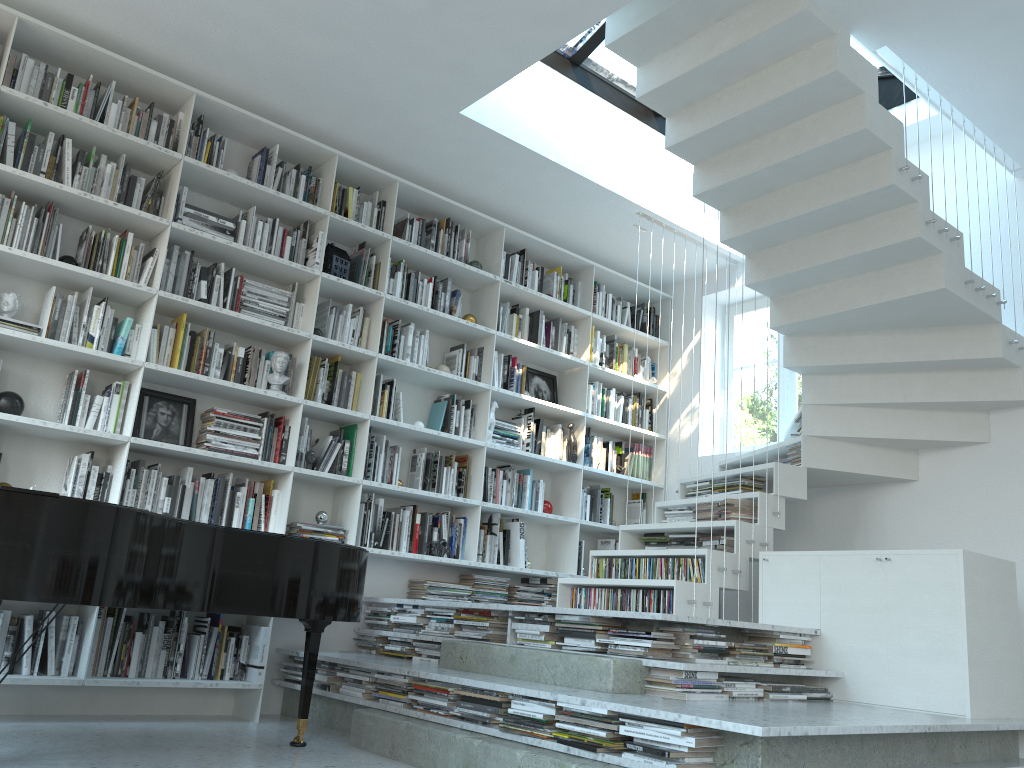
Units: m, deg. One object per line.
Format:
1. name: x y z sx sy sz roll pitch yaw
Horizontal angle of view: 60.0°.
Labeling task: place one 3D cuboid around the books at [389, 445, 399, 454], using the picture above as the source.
1. books: -0.733 0.501 5.287 0.014 0.260 0.142 16 -18 -37

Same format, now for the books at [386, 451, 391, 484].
1. books: -0.770 0.512 5.264 0.008 0.222 0.134 16 -18 -37

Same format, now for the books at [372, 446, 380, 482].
1. books: -0.837 0.481 5.177 0.011 0.225 0.188 16 -18 -37

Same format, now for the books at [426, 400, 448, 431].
1. books: -0.478 0.227 5.561 0.056 0.240 0.153 16 -18 -37

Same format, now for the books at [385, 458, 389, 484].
1. books: -0.779 0.530 5.251 0.013 0.178 0.140 16 -18 -37

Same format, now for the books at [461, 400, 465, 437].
1. books: -0.358 0.243 5.656 0.032 0.274 0.154 16 -18 -37

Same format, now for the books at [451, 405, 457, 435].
1. books: -0.418 0.249 5.590 0.013 0.218 0.187 16 -18 -37

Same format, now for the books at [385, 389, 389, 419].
1. books: -0.788 0.144 5.296 0.007 0.211 0.158 16 -18 -37

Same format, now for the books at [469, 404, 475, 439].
1. books: -0.302 0.265 5.676 0.011 0.252 0.169 16 -18 -37

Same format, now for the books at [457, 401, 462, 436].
1. books: -0.379 0.242 5.628 0.015 0.258 0.152 16 -18 -37

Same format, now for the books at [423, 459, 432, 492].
1. books: -0.551 0.572 5.412 0.016 0.215 0.178 16 -18 -37

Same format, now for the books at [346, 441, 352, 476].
1. books: -0.980 0.444 5.081 0.021 0.226 0.148 16 -18 -37

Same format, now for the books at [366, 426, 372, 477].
1. books: -0.879 0.423 5.195 0.007 0.341 0.149 16 -18 -37

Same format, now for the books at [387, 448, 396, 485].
1. books: -0.755 0.505 5.265 0.015 0.237 0.176 16 -18 -37

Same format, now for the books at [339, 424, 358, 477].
1. books: -0.961 0.400 5.102 0.014 0.324 0.183 16 -18 -37

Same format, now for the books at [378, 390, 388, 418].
1. books: -0.803 0.143 5.259 0.017 0.191 0.191 16 -19 -37

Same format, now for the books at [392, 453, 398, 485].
1. books: -0.743 0.523 5.268 0.014 0.207 0.180 16 -18 -37

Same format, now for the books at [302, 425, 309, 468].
1. books: -1.189 0.367 4.937 0.012 0.265 0.157 16 -18 -37

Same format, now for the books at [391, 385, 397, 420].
1. books: -0.751 0.140 5.350 0.007 0.253 0.161 16 -18 -37

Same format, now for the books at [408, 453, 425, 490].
1. books: -0.585 0.550 5.408 0.019 0.251 0.130 16 -18 -37

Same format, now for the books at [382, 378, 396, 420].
1. books: -0.761 0.118 5.335 0.013 0.286 0.159 16 -18 -37

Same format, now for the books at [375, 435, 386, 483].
1. books: -0.809 0.457 5.213 0.014 0.296 0.175 16 -18 -37

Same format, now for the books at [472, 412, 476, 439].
1. books: -0.300 0.290 5.693 0.023 0.211 0.164 16 -18 -37

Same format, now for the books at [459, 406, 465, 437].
1. books: -0.365 0.261 5.626 0.012 0.224 0.178 16 -18 -37

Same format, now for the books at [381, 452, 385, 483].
1. books: -0.808 0.509 5.227 0.013 0.202 0.167 16 -18 -37

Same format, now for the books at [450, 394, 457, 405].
1. books: -0.415 0.218 5.619 0.013 0.294 0.154 16 -18 -37

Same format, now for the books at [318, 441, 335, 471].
1. books: -1.085 0.425 5.006 0.090 0.211 0.143 16 -18 -37

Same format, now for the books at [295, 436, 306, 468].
1. books: -1.201 0.392 4.889 0.027 0.191 0.182 16 -19 -37

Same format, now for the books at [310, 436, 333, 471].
1. books: -1.105 0.404 4.966 0.096 0.227 0.190 16 -19 -37

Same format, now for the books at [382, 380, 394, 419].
1. books: -0.770 0.122 5.319 0.006 0.269 0.178 16 -18 -37

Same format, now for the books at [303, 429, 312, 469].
1. books: -1.172 0.381 4.949 0.035 0.247 0.141 16 -18 -37

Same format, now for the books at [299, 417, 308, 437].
1. books: -1.191 0.343 4.927 0.013 0.306 0.141 16 -18 -37

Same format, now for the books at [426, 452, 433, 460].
1. books: -0.547 0.556 5.438 0.015 0.261 0.150 16 -18 -37

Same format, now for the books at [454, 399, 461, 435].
1. books: -0.391 0.237 5.618 0.018 0.262 0.165 16 -18 -37

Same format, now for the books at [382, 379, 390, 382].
1. books: -0.778 0.120 5.375 0.011 0.299 0.089 16 -18 -37

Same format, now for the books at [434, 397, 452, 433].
1. books: -0.444 0.222 5.582 0.021 0.263 0.174 16 -18 -37

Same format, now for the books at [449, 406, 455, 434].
1. books: -0.425 0.252 5.583 0.006 0.209 0.188 16 -18 -37

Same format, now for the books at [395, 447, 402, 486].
1. books: -0.723 0.509 5.294 0.013 0.250 0.173 16 -18 -37

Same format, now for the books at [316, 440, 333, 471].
1. books: -1.095 0.417 4.978 0.089 0.209 0.176 16 -19 -37

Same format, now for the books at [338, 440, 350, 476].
1. books: -0.992 0.438 5.057 0.029 0.222 0.171 16 -18 -37

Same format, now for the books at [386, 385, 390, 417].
1. books: -0.786 0.134 5.316 0.017 0.242 0.132 16 -18 -37

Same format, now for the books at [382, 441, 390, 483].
1. books: -0.789 0.479 5.233 0.012 0.266 0.183 16 -18 -37

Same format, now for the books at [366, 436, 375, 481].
1. books: -0.856 0.450 5.177 0.005 0.283 0.159 16 -18 -37

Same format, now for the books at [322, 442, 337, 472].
1. books: -1.075 0.429 5.024 0.090 0.214 0.139 16 -18 -37

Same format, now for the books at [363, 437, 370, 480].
1. books: -0.885 0.445 5.163 0.006 0.280 0.155 16 -18 -37

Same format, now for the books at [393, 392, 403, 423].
1. books: -0.712 0.165 5.342 0.051 0.209 0.177 16 -18 -37

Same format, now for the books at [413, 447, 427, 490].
1. books: -0.578 0.537 5.433 0.016 0.289 0.131 16 -18 -37

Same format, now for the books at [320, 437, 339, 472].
1. books: -1.071 0.414 5.018 0.094 0.238 0.150 16 -18 -37

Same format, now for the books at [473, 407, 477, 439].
1. books: -0.280 0.277 5.700 0.010 0.245 0.158 16 -18 -37

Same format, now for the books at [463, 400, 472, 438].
1. books: -0.327 0.246 5.653 0.012 0.273 0.184 16 -18 -37

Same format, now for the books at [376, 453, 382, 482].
1. books: -0.824 0.507 5.193 0.013 0.186 0.184 16 -19 -37

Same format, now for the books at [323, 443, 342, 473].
1. books: -1.059 0.436 5.022 0.091 0.204 0.169 16 -19 -37

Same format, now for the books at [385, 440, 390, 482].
1. books: -0.783 0.477 5.259 0.006 0.284 0.159 16 -18 -37

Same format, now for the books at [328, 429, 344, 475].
1. books: -1.019 0.406 5.068 0.013 0.285 0.139 16 -18 -37

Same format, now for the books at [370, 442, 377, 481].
1. books: -0.852 0.469 5.180 0.013 0.248 0.165 16 -18 -37

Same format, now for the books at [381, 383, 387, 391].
1. books: -0.808 0.126 5.292 0.008 0.242 0.169 16 -18 -37

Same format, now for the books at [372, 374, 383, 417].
1. books: -0.834 0.092 5.245 0.013 0.278 0.192 16 -18 -37

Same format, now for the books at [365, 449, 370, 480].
1. books: -0.886 0.485 5.165 0.013 0.204 0.154 16 -18 -37

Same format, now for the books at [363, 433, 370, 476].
1. books: -0.895 0.436 5.159 0.018 0.294 0.177 16 -18 -37
